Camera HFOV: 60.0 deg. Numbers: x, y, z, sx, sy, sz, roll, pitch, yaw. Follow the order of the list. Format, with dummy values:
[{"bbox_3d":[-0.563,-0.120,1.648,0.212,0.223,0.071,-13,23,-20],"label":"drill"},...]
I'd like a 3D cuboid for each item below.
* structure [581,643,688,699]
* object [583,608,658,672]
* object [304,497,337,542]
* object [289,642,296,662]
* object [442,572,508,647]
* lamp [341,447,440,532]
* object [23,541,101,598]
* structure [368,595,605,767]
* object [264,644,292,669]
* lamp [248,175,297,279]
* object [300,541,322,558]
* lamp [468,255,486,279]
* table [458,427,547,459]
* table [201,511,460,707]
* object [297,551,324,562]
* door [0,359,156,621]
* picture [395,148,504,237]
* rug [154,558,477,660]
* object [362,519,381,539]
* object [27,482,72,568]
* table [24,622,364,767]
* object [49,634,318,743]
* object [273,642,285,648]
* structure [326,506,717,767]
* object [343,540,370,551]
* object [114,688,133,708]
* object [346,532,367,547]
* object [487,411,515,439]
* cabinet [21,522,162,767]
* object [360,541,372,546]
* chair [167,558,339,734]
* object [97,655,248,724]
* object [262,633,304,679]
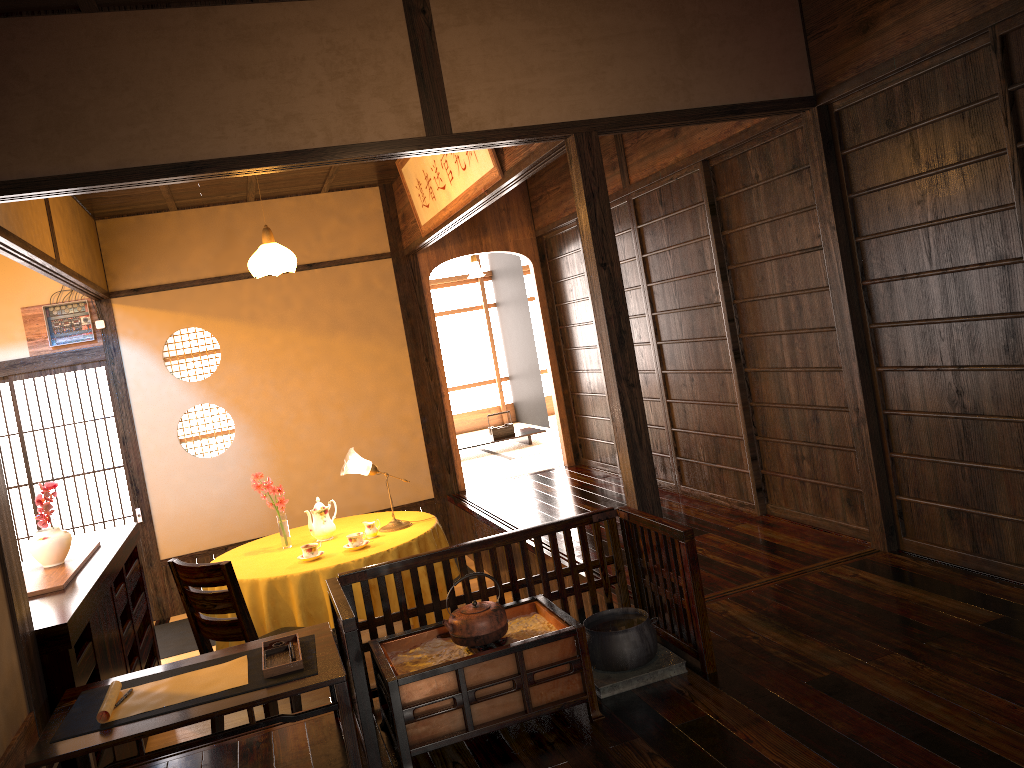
[{"bbox_3d":[0.402,1.004,3.171,0.330,0.040,0.330,-11,4,-17],"label":"structure"},{"bbox_3d":[0.383,0.913,3.169,0.266,0.147,0.267,-7,4,40],"label":"object"},{"bbox_3d":[-1.096,0.773,5.119,0.163,0.252,0.154,-10,2,-4],"label":"object"},{"bbox_3d":[-0.722,0.880,2.917,0.012,0.012,0.180,-11,4,-17],"label":"object"},{"bbox_3d":[-0.123,0.736,2.942,0.198,0.216,0.198,-9,3,22],"label":"object"},{"bbox_3d":[-0.650,0.918,5.115,0.512,1.202,0.197,-11,2,-16],"label":"lamp"},{"bbox_3d":[-2.119,0.856,4.090,0.267,0.020,0.997,-11,4,-17],"label":"object"},{"bbox_3d":[-0.106,0.975,2.942,0.667,0.300,0.452,-11,3,-17],"label":"structure"},{"bbox_3d":[-0.752,0.887,2.852,0.082,0.019,0.200,-11,4,-16],"label":"object"},{"bbox_3d":[-1.417,-1.015,5.023,0.249,0.809,0.277,-10,2,5],"label":"lamp"},{"bbox_3d":[-1.059,0.879,4.666,0.099,0.076,0.090,-9,3,8],"label":"object"},{"bbox_3d":[-0.455,-1.554,9.659,0.197,0.797,0.225,-10,2,-9],"label":"lamp"},{"bbox_3d":[-0.271,0.662,9.665,1.202,0.118,0.600,-11,4,-17],"label":"table"},{"bbox_3d":[-1.015,1.242,5.085,1.446,0.695,1.443,-11,3,-16],"label":"table"},{"bbox_3d":[-1.058,0.912,4.668,0.144,0.024,0.144,-8,4,33],"label":"object"},{"bbox_3d":[-4.114,1.040,6.309,2.652,1.998,0.066,-11,2,-17],"label":"door"},{"bbox_3d":[-0.440,-1.320,5.429,0.117,0.564,2.043,-11,4,-17],"label":"picture"},{"bbox_3d":[-1.745,1.641,6.326,2.959,0.005,0.901,-11,4,-17],"label":"rug"},{"bbox_3d":[-0.787,0.809,4.959,0.078,0.098,0.083,-7,4,43],"label":"object"},{"bbox_3d":[-2.186,0.658,4.210,0.189,0.377,0.321,-10,3,-8],"label":"object"},{"bbox_3d":[-0.968,1.115,2.823,0.881,0.336,0.600,-11,3,-17],"label":"table"},{"bbox_3d":[-1.005,0.950,2.815,0.761,0.003,0.405,-11,4,-14],"label":"object"},{"bbox_3d":[-0.782,0.883,2.977,0.040,0.021,0.040,-8,4,36],"label":"object"},{"bbox_3d":[0.008,0.842,3.131,1.199,0.499,0.597,-11,3,-17],"label":"structure"},{"bbox_3d":[-0.830,0.868,4.738,0.144,0.024,0.144,-8,4,33],"label":"object"},{"bbox_3d":[-1.214,0.982,2.772,0.012,0.010,0.141,-10,4,-1],"label":"object"},{"bbox_3d":[-0.833,0.836,4.733,0.090,0.076,0.099,-12,4,-32],"label":"object"},{"bbox_3d":[-0.127,0.443,9.713,0.260,0.258,0.150,-11,3,-17],"label":"object"},{"bbox_3d":[-2.016,1.341,4.081,0.490,0.970,2.185,-11,3,-17],"label":"cabinet"},{"bbox_3d":[-0.793,0.854,4.703,0.126,0.019,0.029,-11,3,-13],"label":"object"},{"bbox_3d":[-1.126,1.197,4.037,0.490,0.959,0.579,-8,3,38],"label":"chair"},{"bbox_3d":[-1.054,0.940,2.786,0.430,0.038,0.275,-11,4,-17],"label":"object"},{"bbox_3d":[-0.751,0.884,2.895,0.121,0.028,0.295,-11,4,-16],"label":"object"}]
